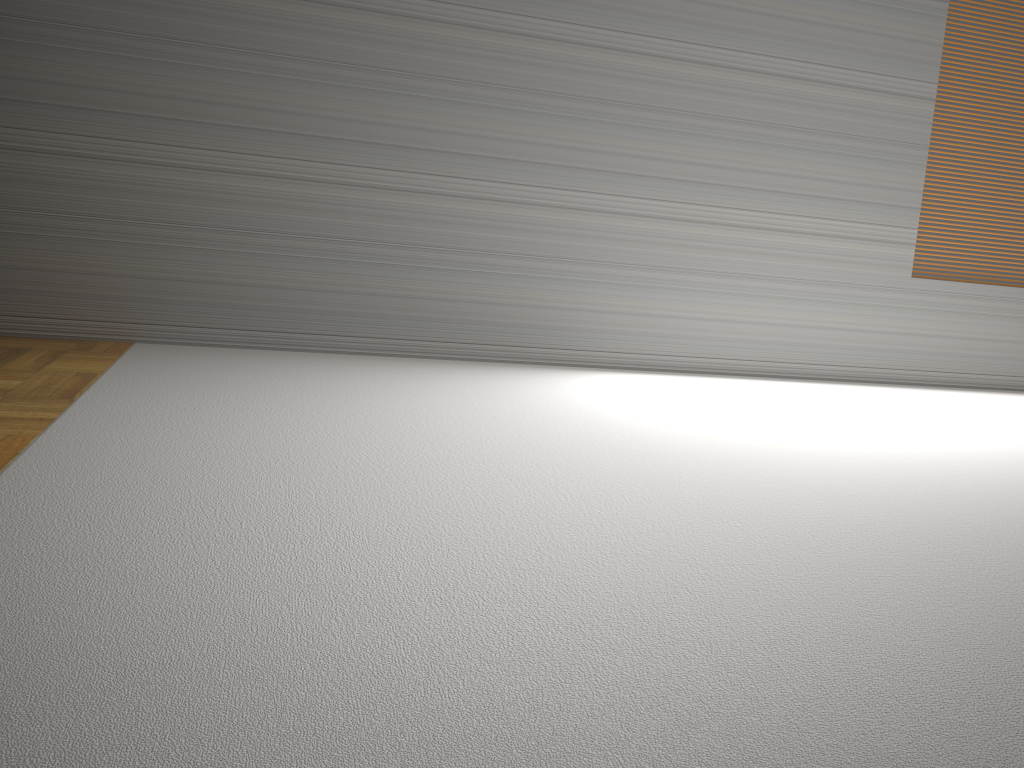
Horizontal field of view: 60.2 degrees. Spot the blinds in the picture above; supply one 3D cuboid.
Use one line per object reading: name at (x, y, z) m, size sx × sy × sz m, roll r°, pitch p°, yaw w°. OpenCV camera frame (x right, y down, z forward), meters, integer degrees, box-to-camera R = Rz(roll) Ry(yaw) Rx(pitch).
blinds at (3.740, -1.504, 5.739) m, size 3.526 × 2.031 × 0.012 m, roll 3°, pitch 6°, yaw -16°
